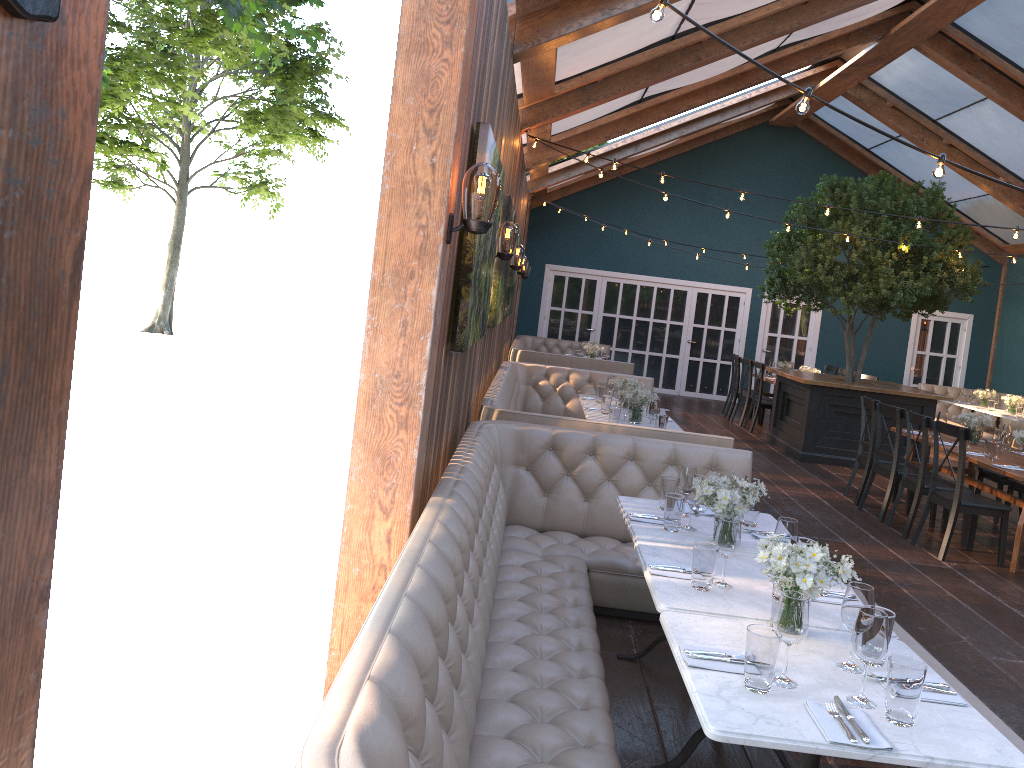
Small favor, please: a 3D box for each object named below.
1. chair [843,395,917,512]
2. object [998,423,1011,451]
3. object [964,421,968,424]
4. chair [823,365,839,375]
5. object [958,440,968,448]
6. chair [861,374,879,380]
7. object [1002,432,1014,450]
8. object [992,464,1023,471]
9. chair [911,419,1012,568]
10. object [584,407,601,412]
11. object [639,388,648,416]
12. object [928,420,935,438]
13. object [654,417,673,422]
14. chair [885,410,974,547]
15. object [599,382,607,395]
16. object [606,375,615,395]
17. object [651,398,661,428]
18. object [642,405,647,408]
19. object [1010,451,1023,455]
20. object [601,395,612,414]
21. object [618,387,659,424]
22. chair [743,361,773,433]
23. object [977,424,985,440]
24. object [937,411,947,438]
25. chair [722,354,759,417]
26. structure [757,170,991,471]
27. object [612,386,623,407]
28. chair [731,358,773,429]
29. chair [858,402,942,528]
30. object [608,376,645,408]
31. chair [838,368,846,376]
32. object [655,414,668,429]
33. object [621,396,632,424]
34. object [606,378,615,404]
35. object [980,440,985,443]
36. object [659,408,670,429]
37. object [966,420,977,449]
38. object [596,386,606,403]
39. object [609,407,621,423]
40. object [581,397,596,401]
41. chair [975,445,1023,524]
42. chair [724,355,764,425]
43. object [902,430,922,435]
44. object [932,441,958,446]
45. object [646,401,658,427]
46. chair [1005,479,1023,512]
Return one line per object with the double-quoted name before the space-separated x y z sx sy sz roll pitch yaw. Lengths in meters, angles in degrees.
"chair" 3.600 0.662 8.568 0.540 1.017 0.478 7 3 6
"object" 4.453 0.481 8.002 0.092 0.244 0.092 7 3 -1
"object" 4.436 0.414 8.602 0.092 0.244 0.093 6 3 -18
"chair" 5.046 0.185 14.641 0.539 1.017 0.479 7 3 -4
"object" 3.972 0.488 7.793 0.092 0.158 0.092 7 3 8
"chair" 4.973 0.358 12.946 0.538 1.017 0.480 6 3 -16
"object" 4.522 0.519 8.076 0.092 0.158 0.092 9 4 28
"object" 3.888 0.646 6.877 0.255 0.019 0.158 7 6 2
"chair" 3.536 0.834 6.890 0.539 1.017 0.479 7 3 -4
"object" 0.769 0.227 7.840 0.255 0.019 0.158 7 6 2
"object" 1.156 0.160 7.846 0.092 0.244 0.093 4 4 -41
"object" 3.989 0.427 8.382 0.092 0.158 0.092 8 3 18
"object" 1.281 0.298 7.751 0.255 0.019 0.158 7 6 2
"chair" 3.553 0.776 7.449 0.540 1.017 0.479 7 3 4
"object" 0.903 0.066 8.839 0.091 0.158 0.092 6 3 -12
"object" 0.969 0.042 8.737 0.092 0.244 0.093 4 4 -41
"object" 1.138 0.238 7.094 0.092 0.244 0.093 4 4 -41
"object" 1.308 0.216 8.544 0.255 0.019 0.158 7 6 2
"object" 4.572 0.621 7.914 0.255 0.019 0.158 7 6 2
"object" 0.815 0.181 7.670 0.091 0.158 0.092 6 3 -12
"object" 1.035 0.167 7.336 0.337 0.308 0.329 8 5 18
"chair" 3.767 0.208 12.995 0.539 1.017 0.479 7 3 1
"object" 4.568 0.466 8.662 0.092 0.158 0.092 9 4 28
"object" 4.104 0.389 8.458 0.092 0.244 0.093 4 4 -41
"chair" 3.836 0.036 14.673 0.540 1.017 0.478 7 3 7
"structure" 4.489 -0.878 11.341 2.718 3.685 2.858 7 4 10
"object" 0.916 0.142 7.741 0.092 0.244 0.093 4 4 -41
"chair" 3.737 0.144 13.556 0.539 1.017 0.479 7 3 -4
"chair" 3.546 0.715 8.010 0.539 1.017 0.479 7 3 -4
"object" 1.064 0.068 8.295 0.337 0.308 0.330 8 4 13
"chair" 5.028 0.242 14.082 0.540 1.017 0.478 7 3 6
"object" 1.138 0.315 6.778 0.092 0.158 0.091 9 4 38
"object" 0.894 0.224 6.946 0.092 0.244 0.092 7 3 4
"object" 0.946 0.065 8.495 0.092 0.244 0.093 4 4 -41
"object" 4.579 0.556 8.496 0.255 0.019 0.158 7 6 2
"object" 1.222 0.284 7.159 0.091 0.158 0.092 6 3 -12
"object" 4.077 0.449 7.865 0.092 0.244 0.092 7 3 -1
"object" 0.843 0.101 8.442 0.091 0.158 0.092 6 3 -12
"object" 0.793 0.264 6.868 0.091 0.158 0.092 6 3 -12
"object" 0.794 0.147 8.615 0.255 0.019 0.158 7 6 2
"chair" 4.856 0.816 8.535 0.539 1.017 0.479 7 3 1
"chair" 3.739 0.084 14.116 0.540 1.017 0.478 7 3 6
"object" 3.935 0.470 8.573 0.255 0.019 0.158 7 6 2
"object" 3.935 0.535 7.969 0.255 0.019 0.158 7 6 2
"object" 1.081 0.255 6.866 0.092 0.244 0.093 4 4 -41
"chair" 4.839 0.874 7.975 0.539 1.017 0.479 7 3 -4
